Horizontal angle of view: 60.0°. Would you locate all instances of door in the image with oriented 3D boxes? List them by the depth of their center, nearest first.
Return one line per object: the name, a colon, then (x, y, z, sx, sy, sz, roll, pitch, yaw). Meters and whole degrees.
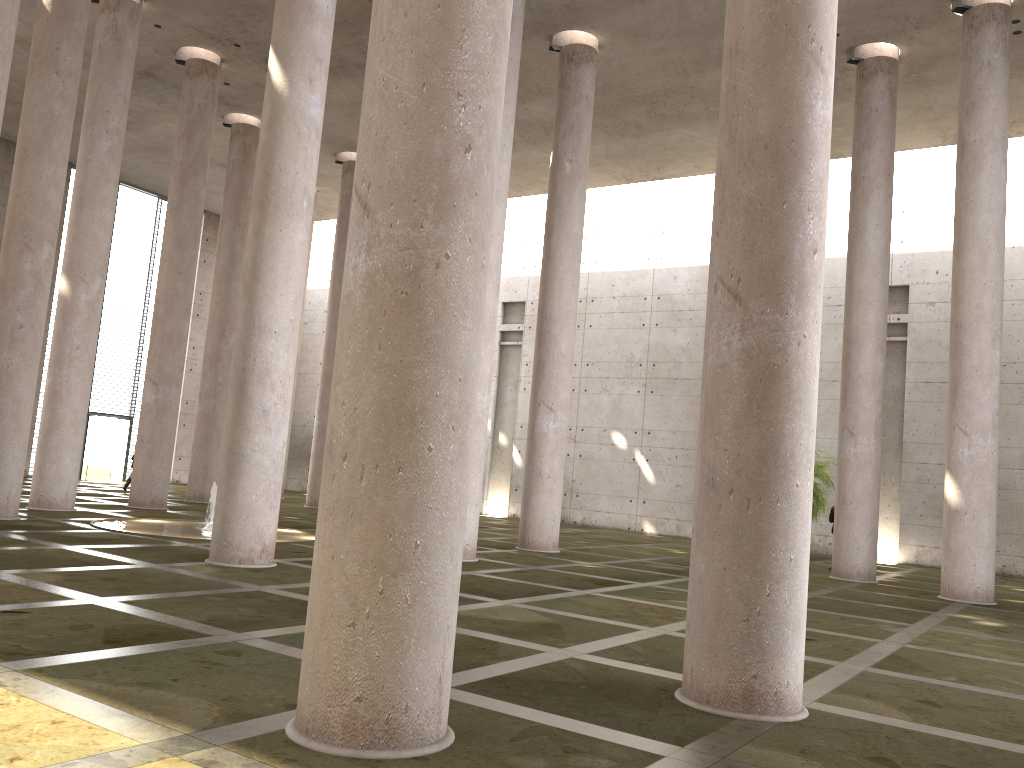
door: (-14.267, 2.199, 30.850, 0.761, 2.300, 2.132, 4, -6, 14)

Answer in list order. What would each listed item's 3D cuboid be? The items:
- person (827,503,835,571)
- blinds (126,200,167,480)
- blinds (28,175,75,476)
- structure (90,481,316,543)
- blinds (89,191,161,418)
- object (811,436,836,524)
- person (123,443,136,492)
person: (6.963, 3.114, 18.746, 0.622, 1.715, 0.001, 1, -7, 34)
blinds: (-12.893, -1.587, 32.931, 0.202, 10.355, 1.676, 1, -7, 34)
blinds: (-14.845, -1.937, 29.974, 0.202, 10.110, 1.676, 1, -7, 34)
structure: (-5.242, 2.349, 15.589, 3.913, 1.279, 3.916, 4, -6, 6)
blinds: (-13.731, -2.793, 31.527, 0.202, 7.905, 1.676, 1, -7, 34)
object: (7.134, 2.893, 22.929, 2.483, 3.247, 2.333, 7, -6, -18)
person: (-10.569, 2.204, 25.036, 0.789, 1.752, 0.001, 4, -6, 14)
